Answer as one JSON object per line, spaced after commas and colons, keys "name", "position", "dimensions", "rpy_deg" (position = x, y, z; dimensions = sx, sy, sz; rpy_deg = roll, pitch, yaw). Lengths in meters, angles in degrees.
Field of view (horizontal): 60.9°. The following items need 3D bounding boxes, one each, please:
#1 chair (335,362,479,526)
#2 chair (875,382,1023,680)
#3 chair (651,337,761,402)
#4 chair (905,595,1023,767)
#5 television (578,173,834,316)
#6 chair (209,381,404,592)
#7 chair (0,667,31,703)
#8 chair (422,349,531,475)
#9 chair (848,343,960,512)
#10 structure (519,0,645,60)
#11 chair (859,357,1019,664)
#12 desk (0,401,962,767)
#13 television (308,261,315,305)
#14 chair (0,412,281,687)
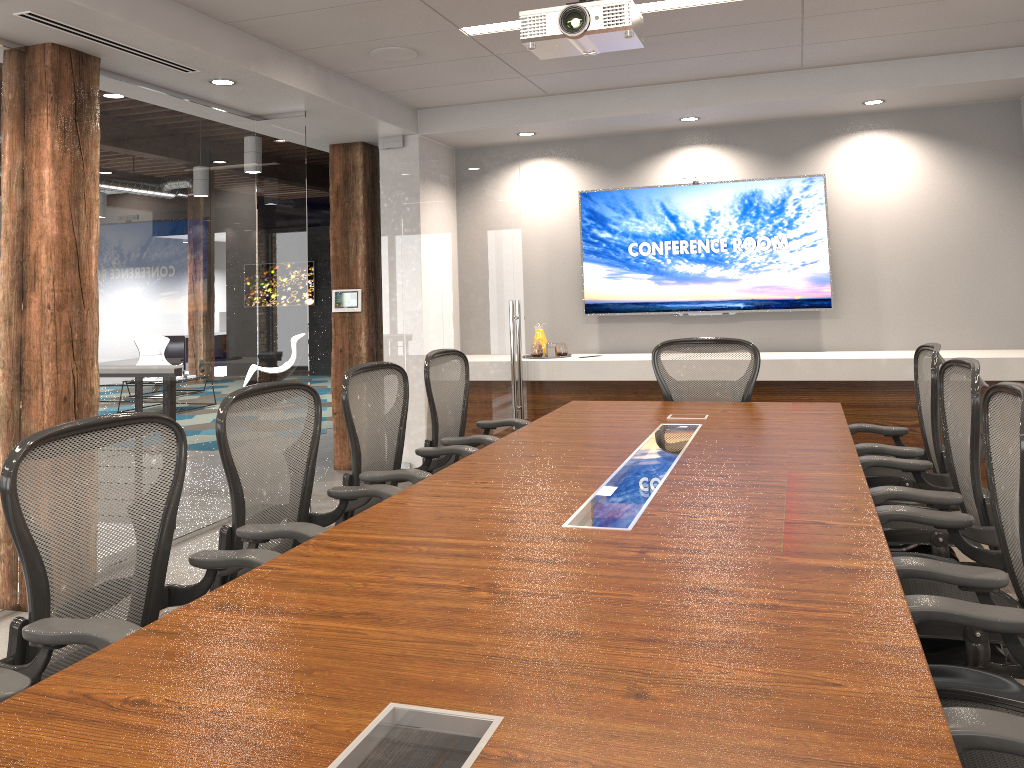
{"name": "chair", "position": [-0.377, 0.455, 3.725], "dimensions": [0.792, 1.101, 0.766], "rpy_deg": [-2, -1, 2]}
{"name": "chair", "position": [1.133, 0.555, 2.320], "dimensions": [0.792, 1.101, 0.766], "rpy_deg": [-2, -1, 4]}
{"name": "chair", "position": [1.047, 0.316, 4.579], "dimensions": [0.770, 1.101, 0.788], "rpy_deg": [-2, -1, 2]}
{"name": "chair", "position": [0.841, 0.642, 1.598], "dimensions": [0.759, 1.101, 0.799], "rpy_deg": [-2, -1, 20]}
{"name": "television", "position": [1.473, -1.092, 6.817], "dimensions": [1.904, 1.120, 0.064], "rpy_deg": [-1, -4, 18]}
{"name": "chair", "position": [-0.588, 0.548, 2.920], "dimensions": [0.760, 1.101, 0.798], "rpy_deg": [-2, -1, 11]}
{"name": "chair", "position": [-1.100, 0.729, 1.400], "dimensions": [0.760, 1.101, 0.798], "rpy_deg": [-2, -1, 7]}
{"name": "chair", "position": [-0.093, 0.369, 4.440], "dimensions": [0.759, 1.101, 0.799], "rpy_deg": [-2, -1, 24]}
{"name": "chair", "position": [1.613, 0.371, 3.886], "dimensions": [0.759, 1.101, 0.799], "rpy_deg": [-2, -1, 20]}
{"name": "structure", "position": [0.289, -1.625, 3.642], "dimensions": [0.459, 0.460, 0.317], "rpy_deg": [-2, -1, 18]}
{"name": "chair", "position": [1.368, 0.460, 3.128], "dimensions": [0.759, 1.101, 0.799], "rpy_deg": [-3, -1, 29]}
{"name": "desk", "position": [0.073, 0.814, 1.754], "dimensions": [1.400, 0.757, 6.057], "rpy_deg": [-1, 6, 18]}
{"name": "television", "position": [-4.188, -1.783, 15.666], "dimensions": [1.459, 0.805, 0.049], "rpy_deg": [-1, -4, 18]}
{"name": "chair", "position": [-0.848, 0.636, 2.183], "dimensions": [0.792, 1.101, 0.766], "rpy_deg": [-2, -1, 4]}
